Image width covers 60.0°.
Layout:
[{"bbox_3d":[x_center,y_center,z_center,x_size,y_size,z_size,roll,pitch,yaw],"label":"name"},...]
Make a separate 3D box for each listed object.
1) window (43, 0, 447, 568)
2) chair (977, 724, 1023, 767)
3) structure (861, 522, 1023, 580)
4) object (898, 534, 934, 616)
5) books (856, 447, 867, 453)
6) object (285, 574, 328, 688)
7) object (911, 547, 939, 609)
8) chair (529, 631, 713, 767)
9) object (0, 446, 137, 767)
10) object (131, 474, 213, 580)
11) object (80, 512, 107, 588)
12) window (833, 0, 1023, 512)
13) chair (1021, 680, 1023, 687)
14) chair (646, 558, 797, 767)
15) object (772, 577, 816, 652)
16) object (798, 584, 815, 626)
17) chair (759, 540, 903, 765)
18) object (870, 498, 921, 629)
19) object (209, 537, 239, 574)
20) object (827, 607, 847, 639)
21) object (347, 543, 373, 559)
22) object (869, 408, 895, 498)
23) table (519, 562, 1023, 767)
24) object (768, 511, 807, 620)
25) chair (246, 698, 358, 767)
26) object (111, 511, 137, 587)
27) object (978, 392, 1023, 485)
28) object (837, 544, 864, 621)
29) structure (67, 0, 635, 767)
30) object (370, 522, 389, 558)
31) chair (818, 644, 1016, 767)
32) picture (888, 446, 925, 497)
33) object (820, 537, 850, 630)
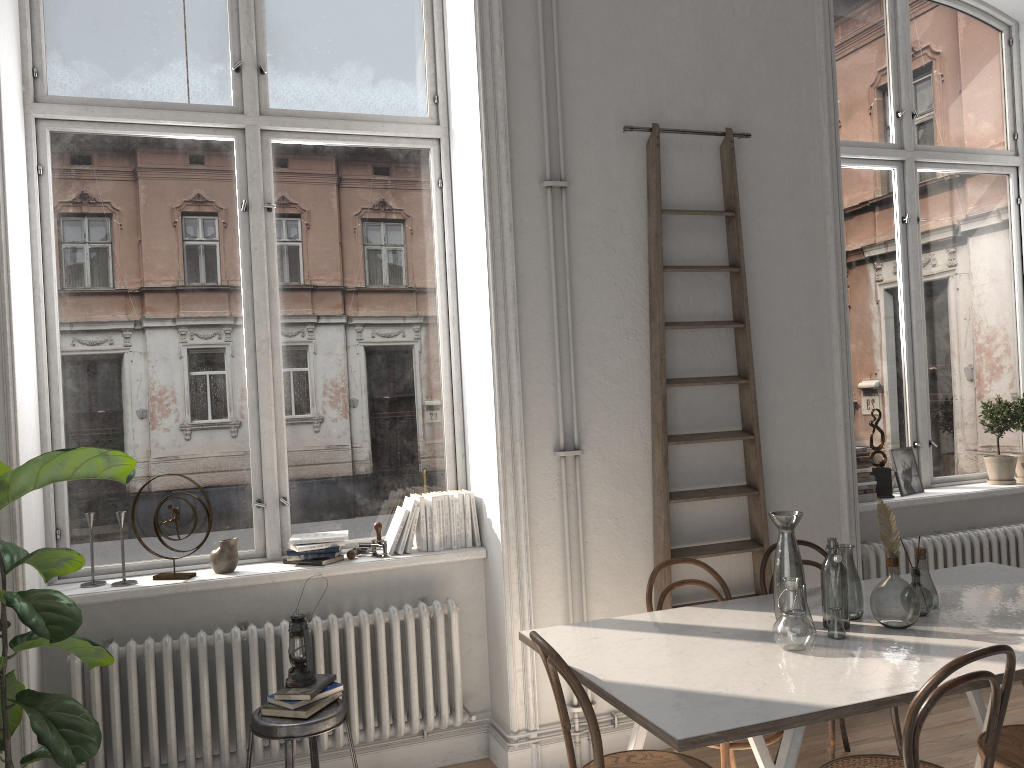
[{"bbox_3d":[-1.129,-0.690,3.930,1.622,2.843,0.013,-3,0,-20],"label":"window"},{"bbox_3d":[1.674,1.110,2.652,0.438,0.920,0.549,-3,0,-9],"label":"chair"},{"bbox_3d":[2.493,1.068,4.843,1.577,0.552,0.194,-3,0,-20],"label":"structure"},{"bbox_3d":[1.412,0.665,3.100,0.107,0.283,0.107,-3,0,-25],"label":"object"},{"bbox_3d":[1.778,0.358,4.777,0.201,0.024,0.159,-3,-1,-30],"label":"books"},{"bbox_3d":[-0.767,0.910,3.288,0.154,0.383,0.163,-3,0,44],"label":"object"},{"bbox_3d":[1.482,0.697,3.205,0.101,0.212,0.101,-3,0,20],"label":"object"},{"bbox_3d":[0.350,1.177,2.648,0.549,0.920,0.438,-3,0,-12],"label":"chair"},{"bbox_3d":[0.917,0.692,3.341,5.826,1.842,0.792,-3,0,-15],"label":"object"},{"bbox_3d":[-1.381,0.577,3.612,0.347,0.425,0.087,-3,0,13],"label":"object"},{"bbox_3d":[-1.679,0.660,3.543,0.095,0.289,0.095,-3,0,12],"label":"object"},{"bbox_3d":[6.988,-5.394,10.124,14.383,15.935,26.402,-3,0,-20],"label":"window"},{"bbox_3d":[2.188,1.090,3.287,0.549,0.920,0.438,-3,0,-7],"label":"chair"},{"bbox_3d":[0.800,1.161,3.374,0.438,0.920,0.549,-3,0,-22],"label":"chair"},{"bbox_3d":[0.882,0.720,2.783,0.132,0.219,0.132,-3,0,-30],"label":"object"},{"bbox_3d":[0.961,0.749,2.946,0.083,0.158,0.083,-3,0,-24],"label":"object"},{"bbox_3d":[1.312,1.138,3.642,0.438,0.920,0.549,-3,0,-13],"label":"chair"},{"bbox_3d":[1.276,0.589,2.970,0.157,0.446,0.157,-3,0,-2],"label":"object"},{"bbox_3d":[-1.192,0.709,3.673,0.102,0.142,0.100,-3,0,45],"label":"object"},{"bbox_3d":[1.052,0.775,2.878,0.058,0.094,0.058,-3,0,8],"label":"object"},{"bbox_3d":[-0.675,0.732,3.880,0.088,0.048,0.153,-3,-1,20],"label":"object"},{"bbox_3d":[2.002,0.376,4.852,0.122,0.488,0.102,-3,0,5],"label":"object"},{"bbox_3d":[1.262,1.203,3.000,2.200,0.780,1.100,-3,0,-20],"label":"table"},{"bbox_3d":[0.956,0.637,3.067,0.116,0.383,0.116,-3,0,-9],"label":"object"},{"bbox_3d":[-0.757,1.436,3.212,0.360,0.523,0.364,-3,0,44],"label":"chair"},{"bbox_3d":[-1.549,0.654,3.528,0.095,0.289,0.095,-3,0,3],"label":"object"},{"bbox_3d":[2.925,0.315,5.189,0.500,0.524,0.234,-3,0,-31],"label":"object"},{"bbox_3d":[1.172,0.691,3.101,0.098,0.255,0.100,-3,0,-43],"label":"object"},{"bbox_3d":[0.697,-0.604,4.152,5.181,4.474,0.340,-3,0,-20],"label":"structure"},{"bbox_3d":[-0.578,0.675,3.857,0.088,0.153,0.048,-3,0,40],"label":"object"},{"bbox_3d":[1.112,1.136,2.487,0.438,0.920,0.549,-3,0,-24],"label":"chair"},{"bbox_3d":[2.170,0.488,4.955,0.221,0.264,0.149,-3,0,-36],"label":"picture"},{"bbox_3d":[1.088,0.670,2.994,0.086,0.301,0.086,-3,0,-34],"label":"object"}]
